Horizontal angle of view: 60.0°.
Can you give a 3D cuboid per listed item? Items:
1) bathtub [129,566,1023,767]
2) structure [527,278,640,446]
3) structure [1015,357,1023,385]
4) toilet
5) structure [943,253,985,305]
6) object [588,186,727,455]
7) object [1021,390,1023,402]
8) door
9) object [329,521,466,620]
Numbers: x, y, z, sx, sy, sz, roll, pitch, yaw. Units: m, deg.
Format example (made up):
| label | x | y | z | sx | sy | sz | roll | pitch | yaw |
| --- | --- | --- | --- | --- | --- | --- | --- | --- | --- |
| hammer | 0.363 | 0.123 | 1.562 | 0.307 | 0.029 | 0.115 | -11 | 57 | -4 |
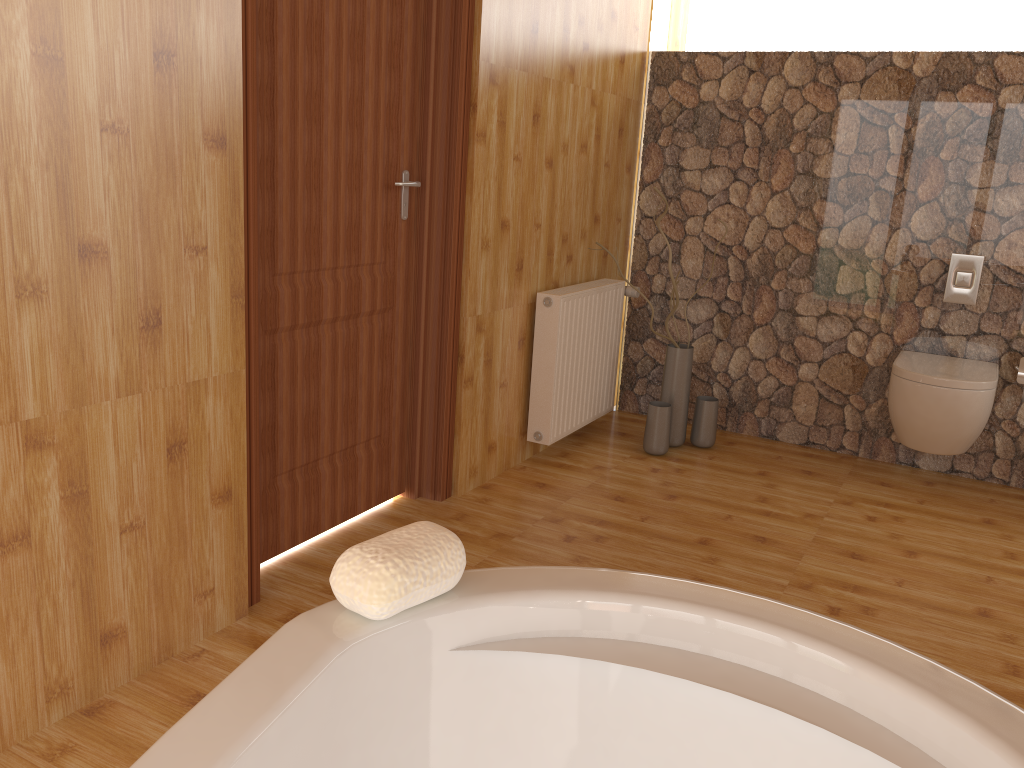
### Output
| label | x | y | z | sx | sy | sz | roll | pitch | yaw |
| --- | --- | --- | --- | --- | --- | --- | --- | --- | --- |
| bathtub | -0.153 | 0.649 | 0.377 | 0.977 | 0.900 | 1.946 | 12 | 16 | 29 |
| structure | 0.321 | -0.118 | 3.781 | 0.150 | 0.600 | 0.745 | 11 | 16 | 27 |
| structure | 2.070 | -0.076 | 3.473 | 0.170 | 0.151 | 0.154 | 11 | 16 | 27 |
| toilet | 1.688 | 0.095 | 3.513 | 0.371 | 0.337 | 0.507 | 11 | 16 | 27 |
| structure | 1.837 | -0.426 | 3.608 | 0.120 | 0.200 | 0.010 | 11 | 16 | 27 |
| object | 0.627 | -0.255 | 3.740 | 0.658 | 1.123 | 0.277 | -8 | 18 | -39 |
| object | 2.060 | 0.000 | 3.468 | 0.098 | 0.151 | 0.090 | 11 | 16 | 27 |
| door | -0.502 | -0.509 | 2.572 | 0.106 | 2.001 | 0.823 | 11 | 16 | 26 |
| object | -0.125 | 0.209 | 1.004 | 0.105 | 0.077 | 0.166 | 14 | 17 | 35 |
